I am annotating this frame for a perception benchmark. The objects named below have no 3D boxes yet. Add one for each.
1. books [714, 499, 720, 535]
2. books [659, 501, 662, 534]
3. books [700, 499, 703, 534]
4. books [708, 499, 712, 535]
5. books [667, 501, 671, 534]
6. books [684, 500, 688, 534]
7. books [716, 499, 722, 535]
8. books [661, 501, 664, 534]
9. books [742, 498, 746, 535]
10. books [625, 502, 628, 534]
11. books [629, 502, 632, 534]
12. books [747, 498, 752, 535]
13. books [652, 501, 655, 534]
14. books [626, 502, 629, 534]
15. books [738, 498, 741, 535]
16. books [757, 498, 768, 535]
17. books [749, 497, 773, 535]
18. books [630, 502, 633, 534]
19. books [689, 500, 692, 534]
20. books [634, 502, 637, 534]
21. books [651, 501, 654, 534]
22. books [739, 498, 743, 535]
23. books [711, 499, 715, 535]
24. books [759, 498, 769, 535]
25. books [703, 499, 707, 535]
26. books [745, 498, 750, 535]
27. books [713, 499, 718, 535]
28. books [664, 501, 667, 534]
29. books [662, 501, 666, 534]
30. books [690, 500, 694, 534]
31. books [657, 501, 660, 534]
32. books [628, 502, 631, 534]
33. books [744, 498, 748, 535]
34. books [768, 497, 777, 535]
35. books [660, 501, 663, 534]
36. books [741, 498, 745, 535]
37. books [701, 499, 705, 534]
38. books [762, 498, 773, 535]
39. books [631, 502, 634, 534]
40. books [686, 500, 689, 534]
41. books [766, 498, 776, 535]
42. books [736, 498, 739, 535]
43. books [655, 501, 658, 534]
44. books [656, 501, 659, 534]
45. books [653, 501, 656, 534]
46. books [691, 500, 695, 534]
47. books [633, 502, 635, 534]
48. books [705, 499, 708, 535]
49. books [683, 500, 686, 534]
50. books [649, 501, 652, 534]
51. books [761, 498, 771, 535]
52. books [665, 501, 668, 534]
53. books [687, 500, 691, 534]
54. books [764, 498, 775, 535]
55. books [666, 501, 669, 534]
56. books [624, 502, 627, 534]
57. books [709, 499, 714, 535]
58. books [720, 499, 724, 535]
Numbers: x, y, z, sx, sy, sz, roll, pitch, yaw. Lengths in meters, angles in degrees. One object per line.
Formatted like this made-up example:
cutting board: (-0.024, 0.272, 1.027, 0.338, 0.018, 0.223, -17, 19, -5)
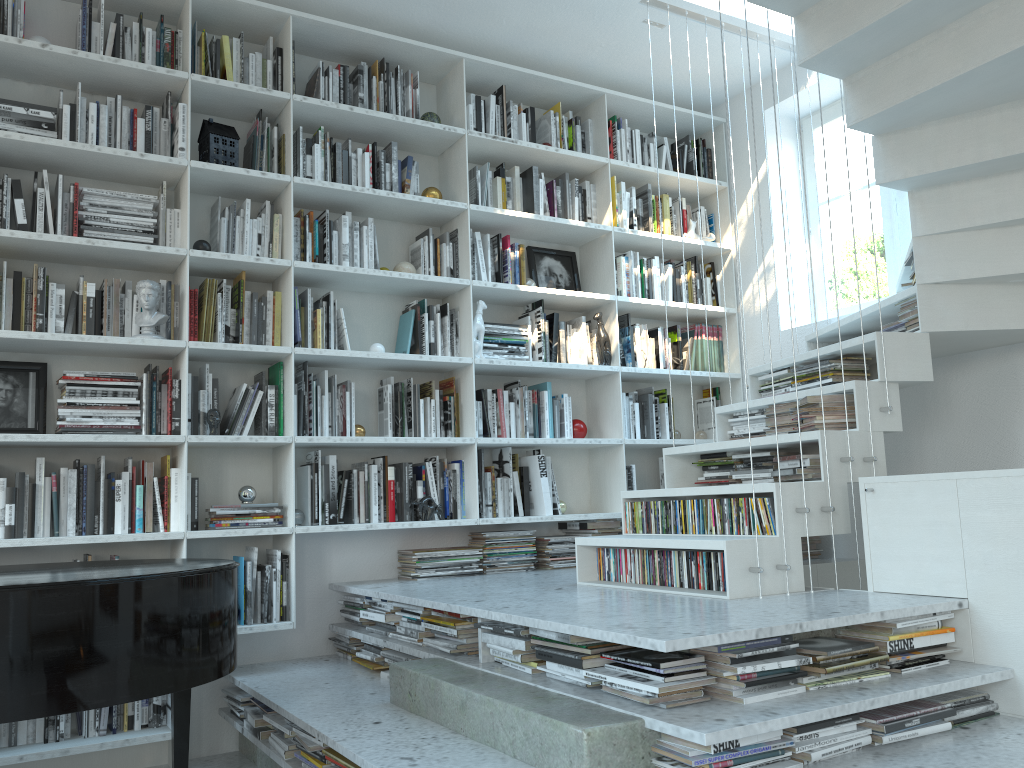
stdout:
books: (0.775, 0.470, 3.155, 0.125, 0.125, 0.012, 2, -8, -30)
books: (0.619, 0.513, 3.421, 0.125, 0.125, 0.008, 2, -8, -30)
books: (0.734, 0.481, 3.225, 0.125, 0.125, 0.013, 2, -8, -30)
books: (0.754, 0.476, 3.190, 0.125, 0.125, 0.016, 2, -8, -30)
books: (0.646, 0.505, 3.375, 0.125, 0.125, 0.008, 2, -8, -30)
books: (0.693, 0.492, 3.294, 0.125, 0.125, 0.007, 2, -8, -30)
books: (0.780, 0.469, 3.146, 0.125, 0.125, 0.018, 2, -8, -30)
books: (0.627, 0.510, 3.407, 0.125, 0.125, 0.008, 2, -8, -30)
books: (0.842, 0.452, 3.040, 0.125, 0.125, 0.008, 2, -8, -30)
books: (0.515, 0.541, 3.598, 0.125, 0.125, 0.008, 2, -8, -30)
books: (0.527, 0.538, 3.578, 0.125, 0.125, 0.007, 2, -8, -30)
books: (0.853, 0.449, 3.021, 0.125, 0.125, 0.008, 2, -8, -30)
books: (0.600, 0.518, 3.454, 0.125, 0.125, 0.009, 2, -8, -30)
books: (0.519, 0.540, 3.591, 0.125, 0.125, 0.009, 2, -8, -30)
books: (0.830, 0.455, 3.061, 0.125, 0.125, 0.010, 2, -8, -30)
books: (0.883, 0.442, 2.970, 0.125, 0.123, 0.034, 2, -8, -30)
books: (0.858, 0.447, 3.013, 0.125, 0.125, 0.011, 2, -8, -30)
books: (0.531, 0.537, 3.572, 0.125, 0.125, 0.008, 2, -8, -30)
books: (0.706, 0.489, 3.273, 0.125, 0.125, 0.008, 2, -8, -30)
books: (0.542, 0.534, 3.553, 0.125, 0.125, 0.008, 2, -8, -30)
books: (0.596, 0.519, 3.461, 0.125, 0.125, 0.007, 2, -8, -30)
books: (0.834, 0.454, 3.055, 0.125, 0.125, 0.010, 2, -8, -30)
books: (0.766, 0.473, 3.170, 0.125, 0.125, 0.009, 2, -8, -30)
books: (0.887, 0.441, 2.963, 0.125, 0.123, 0.035, 2, -8, -30)
books: (0.744, 0.479, 3.208, 0.125, 0.125, 0.011, 2, -8, -30)
books: (0.849, 0.450, 3.028, 0.125, 0.125, 0.007, 2, -8, -30)
books: (0.770, 0.471, 3.164, 0.125, 0.125, 0.007, 2, -8, -30)
books: (0.635, 0.508, 3.394, 0.125, 0.125, 0.007, 2, -8, -30)
books: (0.631, 0.509, 3.401, 0.125, 0.125, 0.007, 2, -8, -30)
books: (0.710, 0.488, 3.266, 0.125, 0.125, 0.008, 2, -8, -30)
books: (0.615, 0.514, 3.428, 0.125, 0.125, 0.008, 2, -8, -30)
books: (0.523, 0.539, 3.584, 0.125, 0.125, 0.008, 2, -8, -30)
books: (0.846, 0.451, 3.034, 0.125, 0.125, 0.008, 2, -8, -30)
books: (0.907, 0.435, 2.929, 0.125, 0.123, 0.034, 2, -8, -30)
books: (0.623, 0.511, 3.414, 0.125, 0.125, 0.008, 2, -8, -30)
books: (0.838, 0.453, 3.047, 0.125, 0.125, 0.008, 2, -8, -30)
books: (0.739, 0.480, 3.217, 0.125, 0.125, 0.009, 2, -8, -30)
books: (0.895, 0.439, 2.950, 0.125, 0.123, 0.035, 2, -8, -30)
books: (0.534, 0.536, 3.565, 0.125, 0.125, 0.009, 2, -8, -30)
books: (0.697, 0.491, 3.288, 0.125, 0.125, 0.007, 2, -8, -30)
books: (0.903, 0.437, 2.937, 0.125, 0.123, 0.036, 2, -8, -30)
books: (0.826, 0.456, 3.067, 0.125, 0.125, 0.008, 2, -8, -30)
books: (0.608, 0.516, 3.440, 0.125, 0.125, 0.007, 2, -8, -30)
books: (0.612, 0.515, 3.434, 0.125, 0.125, 0.008, 2, -8, -30)
books: (0.604, 0.517, 3.447, 0.125, 0.125, 0.009, 2, -8, -30)
books: (0.713, 0.487, 3.260, 0.125, 0.125, 0.008, 2, -8, -30)
books: (0.538, 0.535, 3.559, 0.125, 0.125, 0.007, 2, -8, -30)
books: (0.749, 0.477, 3.200, 0.125, 0.125, 0.009, 2, -8, -30)
books: (0.689, 0.493, 3.301, 0.125, 0.125, 0.007, 2, -8, -30)
books: (0.591, 0.520, 3.468, 0.125, 0.125, 0.010, 2, -8, -30)
books: (0.891, 0.440, 2.956, 0.125, 0.123, 0.036, 2, -8, -30)
books: (0.639, 0.507, 3.388, 0.125, 0.125, 0.007, 2, -8, -30)
books: (0.701, 0.490, 3.281, 0.125, 0.125, 0.010, 2, -8, -30)
books: (0.899, 0.438, 2.943, 0.125, 0.123, 0.034, 2, -8, -30)
books: (0.642, 0.506, 3.381, 0.125, 0.125, 0.008, 2, -8, -30)
books: (0.511, 0.542, 3.605, 0.125, 0.125, 0.008, 2, -8, -30)
books: (0.762, 0.474, 3.178, 0.125, 0.125, 0.013, 2, -8, -30)
books: (0.787, 0.467, 3.134, 0.125, 0.125, 0.009, 2, -8, -30)
